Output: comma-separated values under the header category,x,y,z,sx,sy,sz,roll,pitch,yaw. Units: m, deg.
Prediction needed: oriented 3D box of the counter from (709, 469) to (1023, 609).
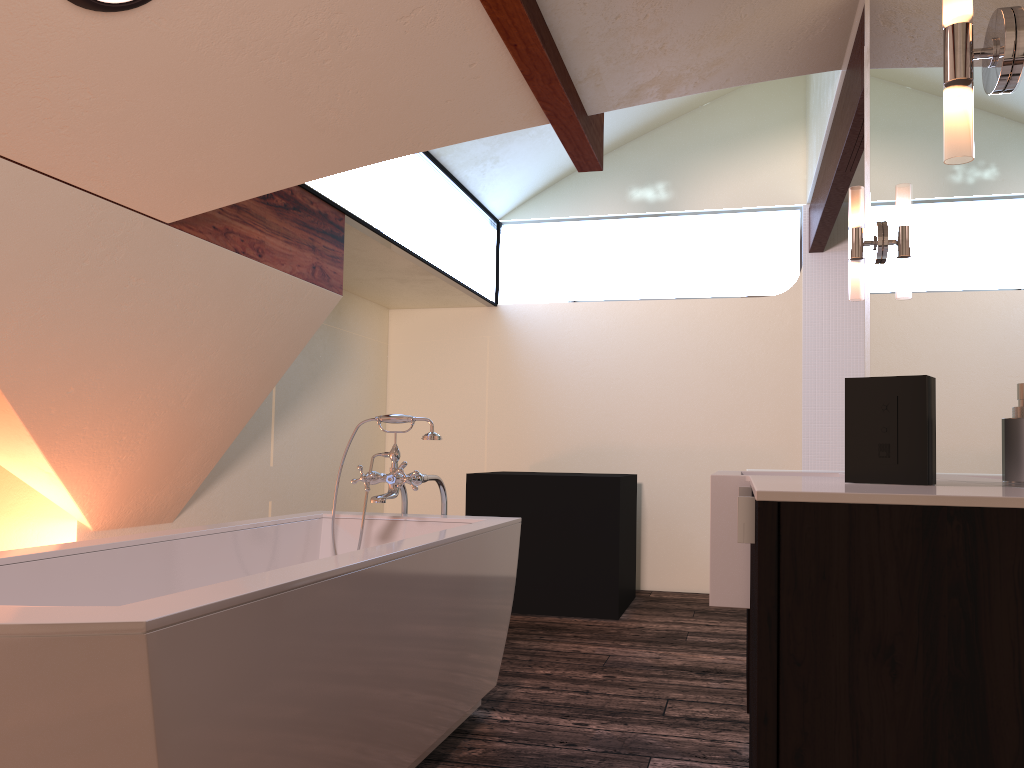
category,x,y,z,sx,sy,sz,roll,pitch,yaw
counter,0.642,0.362,1.847,0.442,0.295,1.860,0,-5,15

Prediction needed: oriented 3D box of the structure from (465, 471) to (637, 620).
category,x,y,z,sx,sy,sz,roll,pitch,yaw
structure,0.255,1.023,5.249,0.869,0.859,0.802,0,-4,15

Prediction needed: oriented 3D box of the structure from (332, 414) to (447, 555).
category,x,y,z,sx,sy,sz,roll,pitch,yaw
structure,-0.369,0.685,3.141,0.384,1.118,0.555,-1,-4,29

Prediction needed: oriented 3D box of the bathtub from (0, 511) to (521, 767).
category,x,y,z,sx,sy,sz,roll,pitch,yaw
bathtub,-0.635,0.786,2.216,0.798,0.692,2.222,0,-5,15

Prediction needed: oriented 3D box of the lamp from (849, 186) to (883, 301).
category,x,y,z,sx,sy,sz,roll,pitch,yaw
lamp,1.016,-0.450,2.558,0.083,0.364,0.131,0,-3,15

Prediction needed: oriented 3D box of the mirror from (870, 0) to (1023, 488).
category,x,y,z,sx,sy,sz,roll,pitch,yaw
mirror,0.713,-0.759,1.190,0.011,1.839,3.242,0,-4,15

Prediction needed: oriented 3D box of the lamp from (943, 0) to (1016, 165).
category,x,y,z,sx,sy,sz,roll,pitch,yaw
lamp,0.705,-0.561,1.356,0.083,0.364,0.131,0,-3,15

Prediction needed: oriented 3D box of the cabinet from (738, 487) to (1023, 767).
category,x,y,z,sx,sy,sz,roll,pitch,yaw
cabinet,0.664,0.687,1.825,0.386,0.921,1.860,0,-5,15

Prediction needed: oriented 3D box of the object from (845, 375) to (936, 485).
category,x,y,z,sx,sy,sz,roll,pitch,yaw
object,0.572,0.078,1.341,0.116,0.177,0.067,-2,-4,37

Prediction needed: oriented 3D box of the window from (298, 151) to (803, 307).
category,x,y,z,sx,sy,sz,roll,pitch,yaw
window,0.435,-1.089,4.306,2.107,0.675,3.527,0,-5,15

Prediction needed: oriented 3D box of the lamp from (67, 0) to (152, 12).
category,x,y,z,sx,sy,sz,roll,pitch,yaw
lamp,-0.771,-0.896,1.717,0.214,0.130,0.247,0,-5,10
